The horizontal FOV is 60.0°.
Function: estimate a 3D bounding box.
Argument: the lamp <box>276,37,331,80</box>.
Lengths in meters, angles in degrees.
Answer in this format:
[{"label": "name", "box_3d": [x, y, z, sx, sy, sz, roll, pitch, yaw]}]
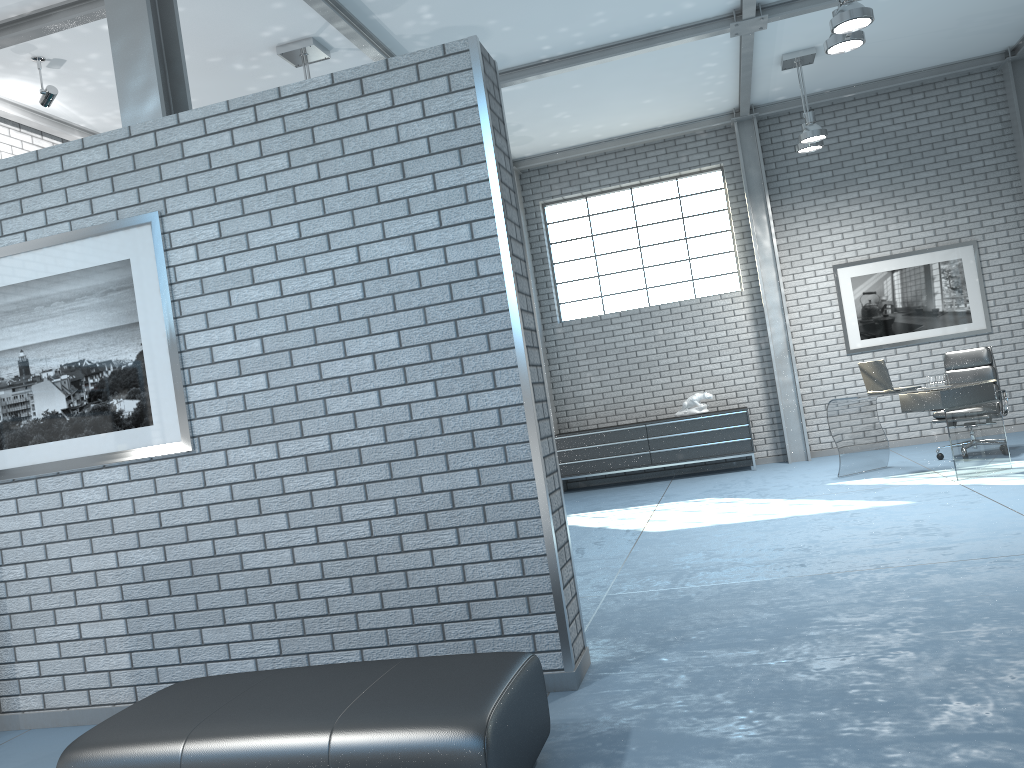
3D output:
[{"label": "lamp", "box_3d": [-1.515, -2.108, 6.703, 0.300, 0.872, 0.639, -9, -2, 14]}]

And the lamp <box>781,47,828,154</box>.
[{"label": "lamp", "box_3d": [2.806, -2.720, 8.502, 0.300, 0.872, 0.639, -9, -2, 14]}]

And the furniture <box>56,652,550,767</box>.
[{"label": "furniture", "box_3d": [-0.583, 1.047, 2.631, 1.291, 0.301, 0.685, -9, -2, 14]}]

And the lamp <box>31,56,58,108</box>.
[{"label": "lamp", "box_3d": [-3.315, -2.129, 6.262, 0.166, 0.311, 0.137, -10, -2, 39]}]

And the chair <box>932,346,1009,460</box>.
[{"label": "chair", "box_3d": [4.147, 0.178, 8.097, 0.614, 0.977, 0.629, -10, -2, 44]}]

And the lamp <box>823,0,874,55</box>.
[{"label": "lamp", "box_3d": [2.127, -2.688, 5.786, 0.300, 0.872, 0.639, -9, -2, 14]}]

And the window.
[{"label": "window", "box_3d": [1.546, -1.645, 10.685, 2.200, 1.500, 0.100, -9, -2, 14]}]

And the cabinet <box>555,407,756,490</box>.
[{"label": "cabinet", "box_3d": [1.610, 0.770, 10.194, 2.250, 0.682, 0.510, -9, -2, 14]}]

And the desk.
[{"label": "desk", "box_3d": [3.424, 0.406, 7.587, 0.593, 0.718, 1.358, -8, -2, -21]}]

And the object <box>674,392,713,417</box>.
[{"label": "object", "box_3d": [2.062, 0.231, 10.073, 0.496, 0.244, 0.151, -10, -2, 39]}]

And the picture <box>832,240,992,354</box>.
[{"label": "picture", "box_3d": [4.386, -0.944, 9.767, 1.490, 1.015, 0.020, -9, -2, 14]}]

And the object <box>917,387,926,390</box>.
[{"label": "object", "box_3d": [3.376, 0.038, 7.315, 0.107, 0.010, 0.044, -7, -2, -43]}]

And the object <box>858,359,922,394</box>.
[{"label": "object", "box_3d": [3.262, -0.076, 7.666, 0.320, 0.288, 0.380, -8, -2, -11]}]

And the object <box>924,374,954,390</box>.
[{"label": "object", "box_3d": [3.397, -0.018, 7.076, 0.200, 0.102, 0.100, -10, -2, 38]}]

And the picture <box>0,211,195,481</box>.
[{"label": "picture", "box_3d": [-2.113, -0.108, 3.877, 1.490, 1.015, 0.020, -9, -2, 14]}]
